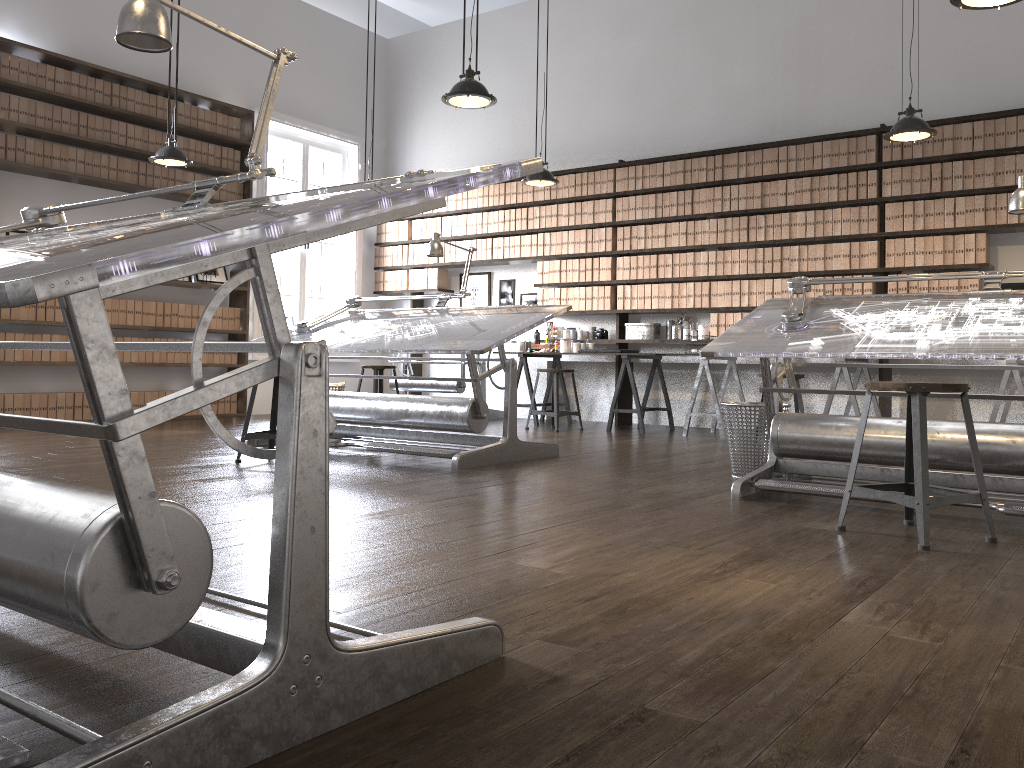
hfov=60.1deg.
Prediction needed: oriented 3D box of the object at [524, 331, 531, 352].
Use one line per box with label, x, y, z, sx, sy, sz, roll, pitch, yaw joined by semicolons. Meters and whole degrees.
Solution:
object;0.149;-0.414;8.455;0.069;0.230;0.068;0;-2;33

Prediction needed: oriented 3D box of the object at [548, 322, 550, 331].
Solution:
object;0.342;-0.486;8.404;0.007;0.214;0.055;2;-2;-19

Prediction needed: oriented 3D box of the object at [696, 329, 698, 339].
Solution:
object;1.648;-0.436;7.819;0.045;0.101;0.044;0;-2;39

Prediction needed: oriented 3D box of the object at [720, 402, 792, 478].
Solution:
object;1.238;0.288;4.514;0.353;0.378;0.353;1;0;-32

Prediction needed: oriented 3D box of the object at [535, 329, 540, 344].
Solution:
object;0.241;-0.415;8.581;0.069;0.230;0.068;0;-2;33

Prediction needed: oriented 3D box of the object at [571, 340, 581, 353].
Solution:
object;0.602;-0.349;8.352;0.095;0.128;0.094;1;-1;40

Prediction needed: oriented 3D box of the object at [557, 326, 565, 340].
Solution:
object;0.479;-0.499;8.673;0.070;0.130;0.070;1;-1;-16

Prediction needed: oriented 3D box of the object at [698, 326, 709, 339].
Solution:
object;1.677;-0.446;7.756;0.095;0.128;0.094;0;-1;43

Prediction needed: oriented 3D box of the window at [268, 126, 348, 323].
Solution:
window;-2.221;-1.486;9.388;0.153;2.313;1.243;0;-2;36

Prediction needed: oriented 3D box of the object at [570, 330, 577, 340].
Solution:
object;0.590;-0.470;8.521;0.062;0.093;0.063;1;-1;22

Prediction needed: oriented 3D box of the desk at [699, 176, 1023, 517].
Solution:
desk;1.955;-0.183;3.663;2.069;1.388;1.075;1;0;36

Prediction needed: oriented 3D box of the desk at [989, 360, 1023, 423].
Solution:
desk;3.845;0.167;5.702;1.669;0.670;0.655;2;0;36

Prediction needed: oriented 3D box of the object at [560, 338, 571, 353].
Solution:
object;0.500;-0.356;8.294;0.105;0.142;0.104;1;-1;28

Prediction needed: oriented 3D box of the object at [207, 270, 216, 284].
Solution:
object;-2.867;-1.067;8.438;0.040;0.262;0.110;0;-2;36

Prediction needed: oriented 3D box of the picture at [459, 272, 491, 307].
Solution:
picture;-0.395;-0.903;9.476;0.415;0.575;0.040;1;-2;36

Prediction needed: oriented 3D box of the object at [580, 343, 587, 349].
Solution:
object;0.667;-0.332;8.243;0.062;0.093;0.063;1;-1;-5

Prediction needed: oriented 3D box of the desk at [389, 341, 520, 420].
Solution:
desk;-0.655;-0.206;8.934;1.269;1.099;1.070;1;0;36

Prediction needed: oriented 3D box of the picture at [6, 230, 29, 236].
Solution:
picture;-3.962;-1.086;7.188;0.058;0.315;0.266;0;-1;36

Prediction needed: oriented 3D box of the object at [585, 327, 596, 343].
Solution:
object;0.753;-0.468;8.452;0.107;0.162;0.236;1;0;1

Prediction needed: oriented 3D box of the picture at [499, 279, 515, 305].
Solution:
picture;-0.049;-0.949;9.241;0.201;0.285;0.022;1;-2;35

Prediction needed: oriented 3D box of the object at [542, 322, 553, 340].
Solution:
object;0.352;-0.519;8.674;0.106;0.177;0.107;0;-1;38

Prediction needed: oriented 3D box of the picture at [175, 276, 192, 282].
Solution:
picture;-3.132;-1.082;8.234;0.127;0.291;0.289;0;-1;36

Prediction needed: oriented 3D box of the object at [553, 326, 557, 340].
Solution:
object;0.421;-0.501;8.712;0.050;0.140;0.051;0;-2;34

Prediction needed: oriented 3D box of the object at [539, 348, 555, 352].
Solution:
object;0.320;-0.311;8.189;0.132;0.050;0.197;1;1;-25

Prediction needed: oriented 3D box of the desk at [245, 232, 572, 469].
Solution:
desk;-0.760;-0.277;5.630;2.280;1.388;1.075;1;0;36

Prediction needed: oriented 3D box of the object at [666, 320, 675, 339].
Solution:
object;1.442;-0.486;8.072;0.079;0.188;0.078;1;-1;15

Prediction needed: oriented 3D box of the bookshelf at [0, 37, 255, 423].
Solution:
bookshelf;-3.462;-0.822;7.796;0.412;3.728;2.471;0;-1;36

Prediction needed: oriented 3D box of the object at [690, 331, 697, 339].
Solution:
object;1.642;-0.432;7.829;0.181;0.093;0.062;0;0;-40

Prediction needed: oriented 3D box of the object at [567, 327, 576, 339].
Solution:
object;0.580;-0.486;8.648;0.094;0.128;0.095;1;-1;-24

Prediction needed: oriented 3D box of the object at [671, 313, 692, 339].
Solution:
object;1.512;-0.529;7.927;0.181;0.272;0.156;1;-1;20

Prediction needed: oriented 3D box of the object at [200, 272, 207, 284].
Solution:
object;-2.893;-1.016;8.295;0.040;0.166;0.066;0;-2;36

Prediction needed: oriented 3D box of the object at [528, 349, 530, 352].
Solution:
object;0.173;-0.316;8.400;0.049;0.037;0.049;1;0;32

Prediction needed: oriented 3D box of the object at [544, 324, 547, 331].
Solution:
object;0.336;-0.474;8.421;0.071;0.186;0.008;0;-2;37

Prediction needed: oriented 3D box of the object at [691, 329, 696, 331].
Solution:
object;1.617;-0.437;7.868;0.062;0.093;0.063;1;-1;-2

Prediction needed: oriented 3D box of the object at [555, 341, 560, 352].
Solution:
object;0.423;-0.343;8.301;0.049;0.112;0.049;0;-1;32

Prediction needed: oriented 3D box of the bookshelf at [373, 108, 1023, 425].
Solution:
bookshelf;2.247;-0.454;7.458;9.179;3.211;0.373;2;-1;36

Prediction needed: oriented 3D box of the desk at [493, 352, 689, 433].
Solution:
desk;0.683;0.058;7.993;1.669;0.670;0.655;2;0;36

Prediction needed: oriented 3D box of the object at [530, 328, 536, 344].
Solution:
object;0.191;-0.418;8.512;0.069;0.238;0.068;0;-2;33

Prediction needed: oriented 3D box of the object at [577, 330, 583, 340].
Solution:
object;0.654;-0.469;8.502;0.062;0.094;0.062;1;-1;22

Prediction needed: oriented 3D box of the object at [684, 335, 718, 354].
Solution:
object;1.595;-0.327;7.469;0.204;0.161;0.284;1;1;36

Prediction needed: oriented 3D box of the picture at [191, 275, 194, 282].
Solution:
picture;-3.172;-1.117;8.249;0.095;0.361;0.433;0;-1;36

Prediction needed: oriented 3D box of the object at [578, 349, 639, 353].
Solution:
object;0.843;-0.284;7.749;0.446;0.033;0.312;2;2;36

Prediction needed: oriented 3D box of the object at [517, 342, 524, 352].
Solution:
object;0.084;-0.353;8.483;0.068;0.104;0.068;0;-1;40

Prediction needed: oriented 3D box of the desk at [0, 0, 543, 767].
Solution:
desk;-0.976;-0.194;1.854;2.069;1.388;1.075;1;0;36

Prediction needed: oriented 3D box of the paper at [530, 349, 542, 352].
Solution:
paper;0.226;-0.311;8.284;0.155;0.038;0.137;1;1;21

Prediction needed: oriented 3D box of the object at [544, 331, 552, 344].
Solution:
object;0.459;-0.450;8.488;0.344;0.146;0.077;1;-1;-32

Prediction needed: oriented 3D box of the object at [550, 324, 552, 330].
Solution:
object;0.354;-0.480;8.413;0.055;0.193;0.006;0;-2;35

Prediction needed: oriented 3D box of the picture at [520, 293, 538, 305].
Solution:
picture;0.189;-0.839;9.062;0.251;0.184;0.023;1;-1;36

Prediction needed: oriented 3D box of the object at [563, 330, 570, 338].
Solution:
object;0.525;-0.472;8.549;0.062;0.094;0.062;1;-1;22

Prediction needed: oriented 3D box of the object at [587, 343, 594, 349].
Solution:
object;0.733;-0.332;8.255;0.062;0.094;0.062;1;-1;-5

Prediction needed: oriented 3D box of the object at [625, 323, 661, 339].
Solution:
object;1.201;-0.480;8.138;0.317;0.152;0.193;2;0;35

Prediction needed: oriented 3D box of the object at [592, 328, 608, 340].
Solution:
object;0.823;-0.471;8.364;0.171;0.109;0.091;1;0;36

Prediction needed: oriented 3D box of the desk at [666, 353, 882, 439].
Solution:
desk;2.112;0.107;6.958;1.669;0.670;0.655;2;0;36

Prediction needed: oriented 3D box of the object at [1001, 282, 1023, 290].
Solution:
object;3.670;-0.434;6.011;0.643;0.518;0.204;1;-1;36

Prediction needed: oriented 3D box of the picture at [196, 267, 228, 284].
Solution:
picture;-2.922;-1.155;8.545;0.161;0.365;0.343;0;-1;36

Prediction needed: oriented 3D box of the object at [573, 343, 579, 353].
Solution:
object;0.597;-0.334;8.240;0.062;0.094;0.062;1;-1;-14

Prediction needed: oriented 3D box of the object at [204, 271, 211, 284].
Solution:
object;-2.885;-1.087;8.367;0.040;0.304;0.118;0;-2;36
